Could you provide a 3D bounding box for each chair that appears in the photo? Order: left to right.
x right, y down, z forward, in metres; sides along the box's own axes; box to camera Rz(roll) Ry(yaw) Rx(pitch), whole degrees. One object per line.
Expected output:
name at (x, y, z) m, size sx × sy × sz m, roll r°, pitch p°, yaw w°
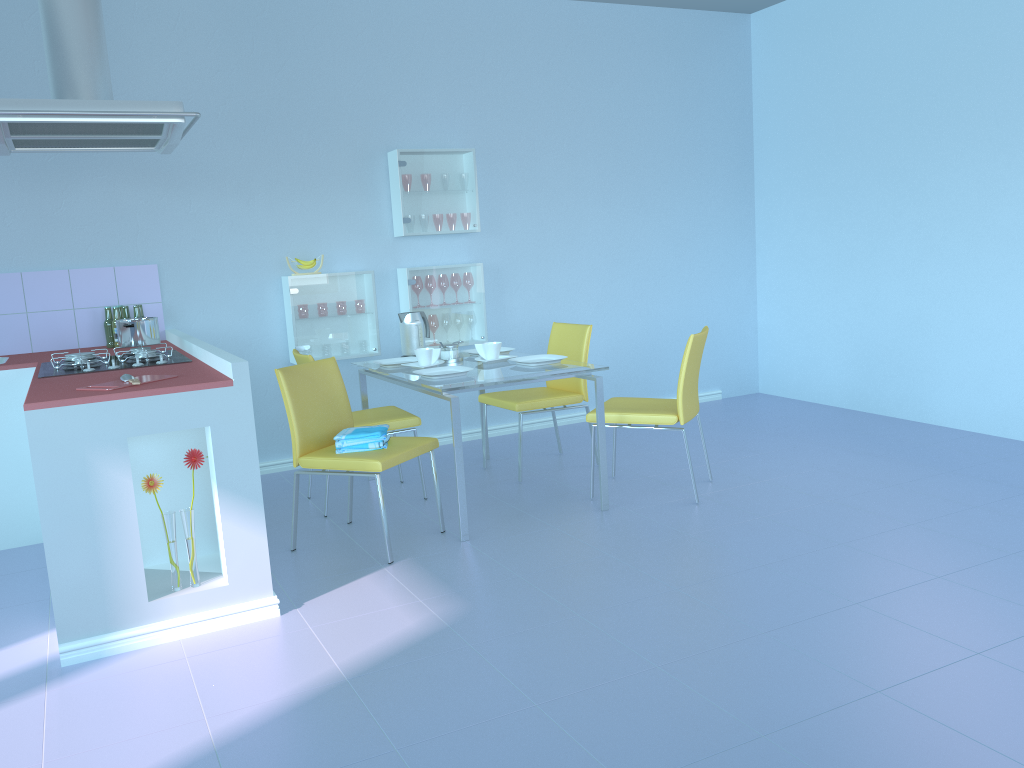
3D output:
chair at (-0.699, 0.177, 4.001) m, size 0.484 × 0.695 × 0.387 m, roll -7°, pitch 9°, yaw -23°
chair at (-0.585, 0.262, 3.385) m, size 0.484 × 0.695 × 0.387 m, roll 1°, pitch 10°, yaw 27°
chair at (0.135, 0.067, 4.380) m, size 0.484 × 0.695 × 0.387 m, roll -8°, pitch 10°, yaw -28°
chair at (0.608, 0.117, 3.843) m, size 0.484 × 0.695 × 0.387 m, roll 0°, pitch 9°, yaw 22°

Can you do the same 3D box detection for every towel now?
towel at (-0.574, 0.187, 3.376) m, size 0.195 × 0.033 × 0.190 m, roll -4°, pitch 9°, yaw 0°
towel at (-0.571, 0.203, 3.376) m, size 0.195 × 0.027 × 0.192 m, roll -4°, pitch 9°, yaw -5°
towel at (-0.570, 0.232, 3.377) m, size 0.195 × 0.024 × 0.201 m, roll -5°, pitch 9°, yaw -7°
towel at (-0.567, 0.218, 3.379) m, size 0.195 × 0.024 × 0.201 m, roll -4°, pitch 9°, yaw -1°

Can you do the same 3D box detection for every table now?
table at (-0.176, 0.205, 3.980) m, size 0.730 × 0.590 × 1.173 m, roll -8°, pitch 9°, yaw -26°

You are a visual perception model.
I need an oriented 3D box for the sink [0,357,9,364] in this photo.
sink at (-2.304, 0.002, 3.744) m, size 0.326 × 0.172 × 0.428 m, roll -8°, pitch 9°, yaw -26°

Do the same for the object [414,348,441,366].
object at (-0.377, -0.113, 3.898) m, size 0.091 × 0.083 × 0.111 m, roll -12°, pitch 12°, yaw -44°

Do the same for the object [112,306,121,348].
object at (-1.799, -0.259, 4.053) m, size 0.052 × 0.190 × 0.052 m, roll 1°, pitch 10°, yaw 28°

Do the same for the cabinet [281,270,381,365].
cabinet at (-0.943, -0.354, 4.655) m, size 0.450 × 0.450 × 0.173 m, roll -8°, pitch 9°, yaw -26°

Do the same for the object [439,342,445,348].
object at (-0.304, -0.157, 4.055) m, size 0.023 × 0.079 × 0.077 m, roll 1°, pitch 10°, yaw 29°

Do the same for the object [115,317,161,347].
object at (-1.492, -0.208, 3.542) m, size 0.157 × 0.106 × 0.170 m, roll -12°, pitch 12°, yaw -43°

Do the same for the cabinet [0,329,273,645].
cabinet at (-2.147, 0.367, 3.028) m, size 2.200 × 0.800 × 2.139 m, roll -8°, pitch 9°, yaw -26°

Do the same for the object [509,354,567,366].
object at (0.113, -0.102, 3.834) m, size 0.228 × 0.020 × 0.228 m, roll -8°, pitch 10°, yaw -29°

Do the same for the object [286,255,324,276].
object at (-1.063, -0.612, 4.575) m, size 0.203 × 0.100 × 0.077 m, roll -9°, pitch 10°, yaw -33°

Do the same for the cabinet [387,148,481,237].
cabinet at (-0.419, -1.044, 4.838) m, size 0.450 × 0.450 × 0.173 m, roll -8°, pitch 9°, yaw -26°

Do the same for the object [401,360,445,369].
object at (-0.365, -0.082, 3.913) m, size 0.190 × 0.020 × 0.194 m, roll -10°, pitch 10°, yaw -35°

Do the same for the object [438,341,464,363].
object at (-0.270, -0.147, 4.096) m, size 0.166 × 0.081 × 0.123 m, roll -9°, pitch 10°, yaw -34°

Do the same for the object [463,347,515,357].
object at (-0.109, -0.154, 4.276) m, size 0.228 × 0.020 × 0.228 m, roll -8°, pitch 10°, yaw -29°

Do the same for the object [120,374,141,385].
object at (-1.195, -0.017, 2.759) m, size 0.041 × 0.009 × 0.375 m, roll -8°, pitch 10°, yaw -29°

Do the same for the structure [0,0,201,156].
structure at (-1.585, -1.334, 3.185) m, size 0.695 × 0.962 × 0.895 m, roll -8°, pitch 9°, yaw -26°

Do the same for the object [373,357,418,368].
object at (-0.519, -0.099, 4.084) m, size 0.228 × 0.020 × 0.228 m, roll -7°, pitch 9°, yaw -24°

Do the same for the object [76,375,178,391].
object at (-1.171, -0.005, 2.709) m, size 0.151 × 0.006 × 0.269 m, roll 0°, pitch 9°, yaw 26°

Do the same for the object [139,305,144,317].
object at (-1.742, -0.279, 4.168) m, size 0.052 × 0.187 × 0.052 m, roll -5°, pitch 9°, yaw -7°

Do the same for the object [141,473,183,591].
object at (-1.039, 0.444, 2.639) m, size 0.085 × 0.365 × 0.050 m, roll -8°, pitch 10°, yaw -28°

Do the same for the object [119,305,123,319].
object at (-1.829, -0.273, 4.156) m, size 0.052 × 0.190 × 0.052 m, roll 1°, pitch 10°, yaw 28°

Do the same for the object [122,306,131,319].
object at (-1.783, -0.268, 4.117) m, size 0.052 × 0.187 × 0.052 m, roll -5°, pitch 9°, yaw -7°

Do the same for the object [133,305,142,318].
object at (-1.726, -0.270, 4.101) m, size 0.052 × 0.187 × 0.052 m, roll -5°, pitch 9°, yaw -7°

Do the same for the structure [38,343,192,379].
structure at (-1.514, -0.102, 3.367) m, size 0.500 × 0.047 × 0.600 m, roll -8°, pitch 9°, yaw -26°

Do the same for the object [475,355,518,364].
object at (-0.102, -0.108, 3.975) m, size 0.194 × 0.020 × 0.190 m, roll 5°, pitch 12°, yaw 44°

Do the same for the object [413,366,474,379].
object at (-0.282, -0.046, 3.631) m, size 0.228 × 0.020 × 0.228 m, roll -8°, pitch 10°, yaw -29°

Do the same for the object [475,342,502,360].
object at (-0.096, -0.143, 3.982) m, size 0.111 × 0.083 × 0.091 m, roll 2°, pitch 10°, yaw 35°

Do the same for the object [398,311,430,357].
object at (-0.482, -0.239, 4.322) m, size 0.132 × 0.222 × 0.146 m, roll -1°, pitch 9°, yaw 16°

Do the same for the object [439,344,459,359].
object at (-0.288, -0.144, 4.084) m, size 0.090 × 0.071 × 0.087 m, roll 1°, pitch 10°, yaw 29°

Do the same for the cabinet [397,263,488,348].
cabinet at (-0.380, -0.432, 4.929) m, size 0.450 × 0.450 × 0.173 m, roll -8°, pitch 9°, yaw -26°

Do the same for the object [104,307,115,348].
object at (-1.853, -0.261, 4.090) m, size 0.052 × 0.190 × 0.052 m, roll 1°, pitch 10°, yaw 28°

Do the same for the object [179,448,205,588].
object at (-0.954, 0.404, 2.662) m, size 0.090 × 0.427 × 0.054 m, roll -3°, pitch 9°, yaw 6°
